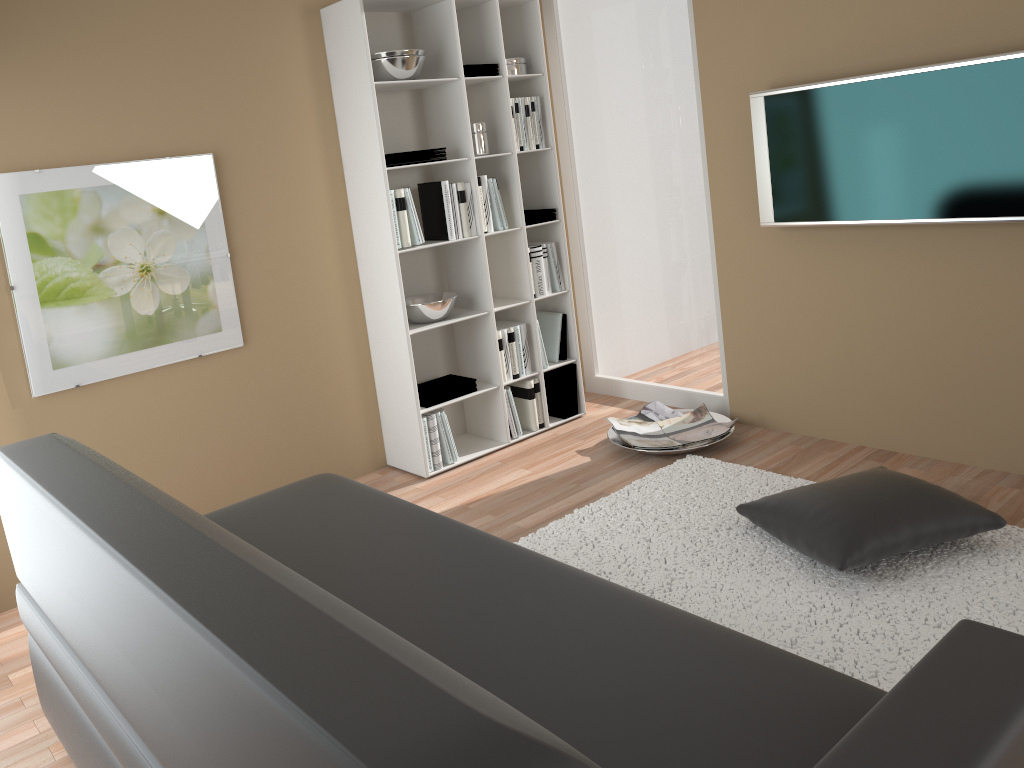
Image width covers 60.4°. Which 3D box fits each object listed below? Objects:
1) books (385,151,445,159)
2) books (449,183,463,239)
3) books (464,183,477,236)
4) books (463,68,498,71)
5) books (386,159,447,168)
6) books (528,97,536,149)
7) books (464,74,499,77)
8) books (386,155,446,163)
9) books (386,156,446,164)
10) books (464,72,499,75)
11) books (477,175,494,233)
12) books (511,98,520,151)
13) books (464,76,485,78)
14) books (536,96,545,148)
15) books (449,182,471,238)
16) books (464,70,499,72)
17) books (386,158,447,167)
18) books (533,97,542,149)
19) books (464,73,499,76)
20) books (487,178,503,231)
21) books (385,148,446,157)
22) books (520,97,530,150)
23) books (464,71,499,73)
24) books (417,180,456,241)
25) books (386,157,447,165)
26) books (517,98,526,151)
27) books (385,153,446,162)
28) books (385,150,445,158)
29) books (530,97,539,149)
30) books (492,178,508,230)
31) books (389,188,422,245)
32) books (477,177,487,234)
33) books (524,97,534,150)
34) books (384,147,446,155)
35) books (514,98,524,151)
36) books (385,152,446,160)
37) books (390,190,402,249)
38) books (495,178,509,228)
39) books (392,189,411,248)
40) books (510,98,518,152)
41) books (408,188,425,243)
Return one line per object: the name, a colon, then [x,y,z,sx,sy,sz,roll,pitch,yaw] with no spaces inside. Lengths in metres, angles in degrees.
books: [-0.486,-1.046,4.041,0.302,0.007,0.211,-19,19,-38]
books: [-0.321,-0.816,4.169,0.041,0.254,0.208,-14,12,-38]
books: [-0.259,-0.834,4.224,0.041,0.247,0.208,-14,12,-38]
books: [-0.245,-1.500,4.261,0.214,0.006,0.299,-20,20,-41]
books: [-0.480,-1.008,4.042,0.302,0.007,0.211,-19,19,-38]
books: [0.033,-1.307,4.450,0.021,0.254,0.208,-14,12,-38]
books: [-0.240,-1.474,4.266,0.298,0.006,0.214,7,20,44]
books: [-0.481,-1.030,4.041,0.302,0.006,0.211,-19,19,-38]
books: [-0.484,-1.024,4.040,0.302,0.006,0.211,-20,19,-40]
books: [-0.243,-1.485,4.266,0.298,0.006,0.214,7,20,42]
books: [-0.181,-0.876,4.302,0.041,0.271,0.208,-14,12,-38]
books: [-0.047,-1.280,4.383,0.021,0.254,0.208,-14,12,-38]
books: [-0.241,-1.468,4.266,0.298,0.007,0.214,7,20,44]
books: [0.082,-1.324,4.490,0.021,0.254,0.208,-14,12,-38]
books: [-0.286,-0.826,4.192,0.041,0.254,0.208,-14,12,-38]
books: [-0.242,-1.495,4.262,0.298,0.006,0.214,7,20,44]
books: [-0.481,-1.013,4.043,0.302,0.006,0.211,-19,19,-38]
books: [0.066,-1.318,4.476,0.021,0.254,0.209,-14,12,-38]
books: [-0.241,-1.479,4.265,0.298,0.006,0.214,7,20,44]
books: [-0.141,-0.880,4.332,0.061,0.255,0.208,-14,12,-38]
books: [-0.482,-1.057,4.038,0.302,0.007,0.211,-19,19,-38]
books: [0.002,-1.296,4.422,0.021,0.254,0.208,-14,12,-38]
books: [-0.241,-1.490,4.262,0.298,0.006,0.214,7,20,44]
books: [-0.353,-0.813,4.142,0.041,0.271,0.208,-14,12,-38]
books: [-0.481,-1.019,4.042,0.302,0.006,0.211,-19,19,-38]
books: [-0.014,-1.290,4.408,0.021,0.254,0.209,-14,12,-38]
books: [-0.482,-1.035,4.041,0.302,0.006,0.211,-19,19,-38]
books: [-0.487,-1.051,4.041,0.302,0.007,0.211,-19,19,-38]
books: [0.051,-1.313,4.462,0.021,0.254,0.208,-14,12,-38]
books: [-0.118,-0.884,4.345,0.059,0.253,0.209,-14,12,-38]
books: [-0.506,-0.760,4.005,0.061,0.255,0.209,-14,12,-38]
books: [-0.215,-0.862,4.272,0.054,0.268,0.208,-14,12,-38]
books: [0.022,-1.301,4.432,0.021,0.254,0.209,-14,12,-38]
books: [-0.483,-1.062,4.039,0.302,0.006,0.211,-19,19,-38]
books: [-0.029,-1.285,4.394,0.021,0.254,0.208,-14,12,-38]
books: [-0.483,-1.040,4.038,0.302,0.006,0.212,-18,18,-37]
books: [-0.580,-0.735,3.946,0.041,0.254,0.208,-14,12,-38]
books: [-0.116,-0.893,4.368,0.059,0.253,0.209,-14,12,-38]
books: [-0.541,-0.747,3.972,0.041,0.254,0.208,-14,12,-38]
books: [-0.058,-1.273,4.364,0.021,0.254,0.209,-14,12,-38]
books: [-0.495,-0.767,4.029,0.059,0.253,0.209,-14,12,-38]
